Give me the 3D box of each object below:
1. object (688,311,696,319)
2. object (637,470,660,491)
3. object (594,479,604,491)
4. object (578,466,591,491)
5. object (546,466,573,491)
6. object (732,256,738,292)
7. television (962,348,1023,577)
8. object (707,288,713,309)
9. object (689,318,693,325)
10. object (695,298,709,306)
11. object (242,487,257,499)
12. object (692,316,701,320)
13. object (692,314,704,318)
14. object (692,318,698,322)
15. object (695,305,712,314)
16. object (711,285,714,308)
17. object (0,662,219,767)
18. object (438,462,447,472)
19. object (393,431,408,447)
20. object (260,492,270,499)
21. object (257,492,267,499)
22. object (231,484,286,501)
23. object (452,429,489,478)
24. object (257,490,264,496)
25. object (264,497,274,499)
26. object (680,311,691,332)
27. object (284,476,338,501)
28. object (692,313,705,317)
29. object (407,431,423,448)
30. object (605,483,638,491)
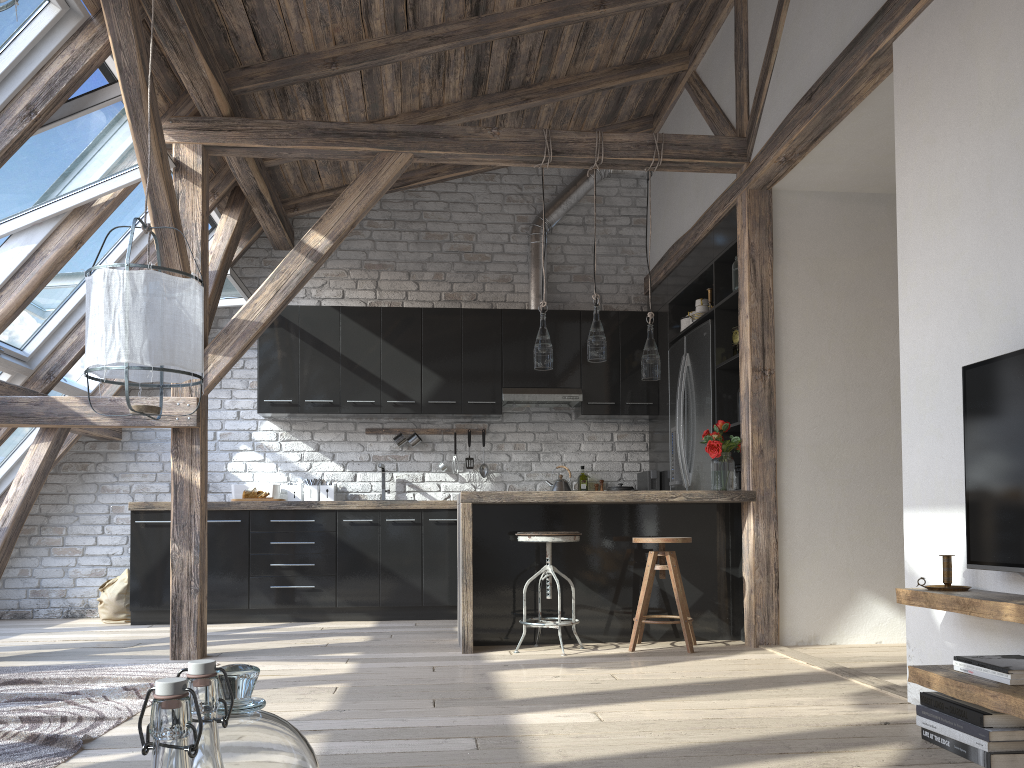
[{"bbox_3d":[1.262,-0.460,6.029,0.094,0.067,0.107,-3,-8,22],"label":"object"},{"bbox_3d":[1.050,0.790,6.783,0.088,0.224,0.355,0,-7,-6],"label":"object"},{"bbox_3d":[0.685,0.833,6.906,0.080,0.182,0.039,-1,-2,7],"label":"object"},{"bbox_3d":[0.566,0.780,6.876,0.089,0.280,0.082,0,-3,-10],"label":"object"},{"bbox_3d":[0.367,0.727,6.577,0.222,0.233,0.224,1,-6,-16],"label":"object"},{"bbox_3d":[1.339,-0.634,5.090,0.125,0.205,0.126,0,-4,-1],"label":"object"},{"bbox_3d":[1.478,0.208,2.189,0.207,0.698,1.115,0,-7,-6],"label":"television"},{"bbox_3d":[1.272,-0.525,5.648,0.059,0.166,0.059,1,-3,-21],"label":"object"},{"bbox_3d":[1.269,-0.414,6.028,0.094,0.067,0.106,6,-10,-43],"label":"object"},{"bbox_3d":[1.275,-0.528,5.874,0.094,0.067,0.107,2,-8,-20],"label":"object"},{"bbox_3d":[-1.863,0.777,6.243,0.090,0.087,0.087,3,-6,-28],"label":"object"},{"bbox_3d":[1.276,-0.428,5.879,0.149,0.026,0.150,-7,-11,36],"label":"object"},{"bbox_3d":[1.275,-0.439,5.879,0.149,0.026,0.150,-7,-11,36],"label":"object"},{"bbox_3d":[1.276,-0.416,5.879,0.149,0.022,0.150,-4,-10,21],"label":"object"},{"bbox_3d":[1.279,-0.484,5.877,0.106,0.067,0.095,-1,-7,5],"label":"object"},{"bbox_3d":[1.289,-0.553,5.491,0.096,0.171,0.096,2,-4,-32],"label":"object"},{"bbox_3d":[-2.380,1.081,2.647,2.187,0.056,3.225,0,-9,-5],"label":"object"},{"bbox_3d":[-0.536,0.517,6.791,0.071,0.324,0.066,0,-2,-6],"label":"object"},{"bbox_3d":[-0.856,0.421,6.758,0.117,0.138,0.094,0,-4,-4],"label":"object"},{"bbox_3d":[-1.767,0.800,6.295,0.073,0.054,0.083,3,-8,-29],"label":"object"},{"bbox_3d":[-1.785,0.795,6.272,0.072,0.057,0.084,3,-8,-30],"label":"object"},{"bbox_3d":[-1.851,0.797,6.421,0.381,0.132,0.597,2,-9,-17],"label":"object"},{"bbox_3d":[-0.321,0.535,6.779,0.282,0.378,0.070,0,-2,-5],"label":"object"},{"bbox_3d":[-1.817,0.799,6.322,0.074,0.066,0.080,4,-7,-34],"label":"object"},{"bbox_3d":[-1.744,0.822,6.313,0.069,0.017,0.078,4,-10,-28],"label":"object"},{"bbox_3d":[1.287,-0.431,6.255,0.187,0.173,0.209,-4,-7,35],"label":"object"},{"bbox_3d":[-1.507,0.799,6.649,0.405,0.199,0.148,0,-5,-4],"label":"object"},{"bbox_3d":[1.275,-0.451,5.880,0.149,0.026,0.150,-7,-11,36],"label":"object"},{"bbox_3d":[-0.746,0.421,6.760,0.117,0.138,0.094,-1,-4,11],"label":"object"},{"bbox_3d":[0.842,0.838,6.810,0.247,0.140,0.211,1,-7,-7],"label":"object"}]
